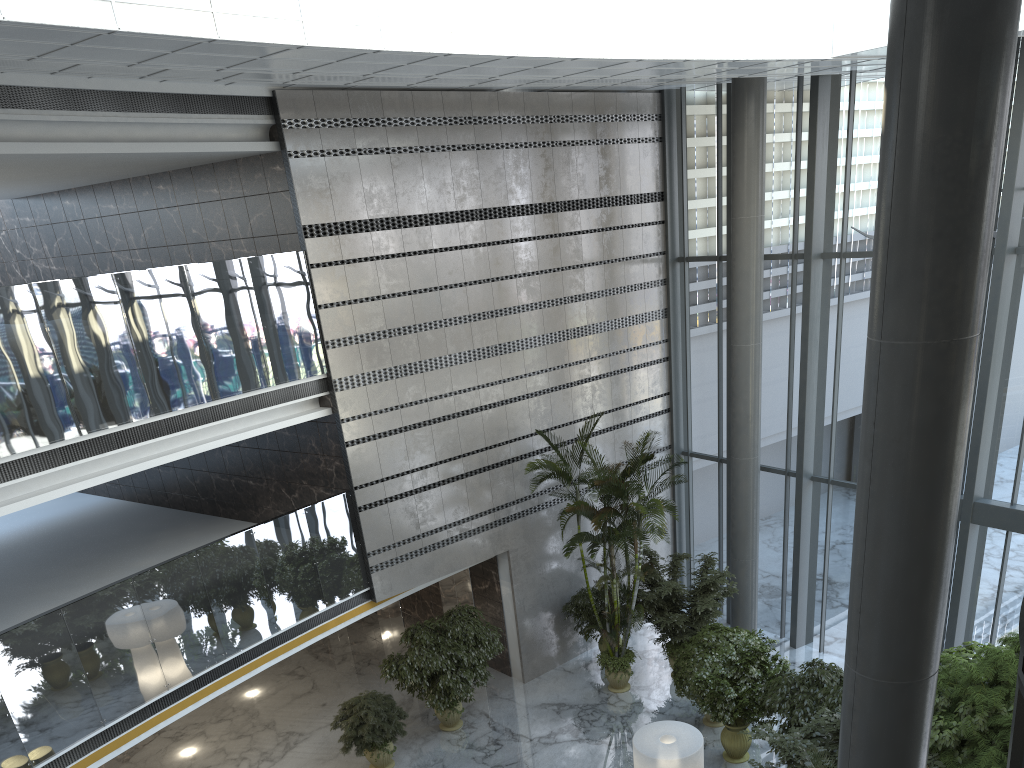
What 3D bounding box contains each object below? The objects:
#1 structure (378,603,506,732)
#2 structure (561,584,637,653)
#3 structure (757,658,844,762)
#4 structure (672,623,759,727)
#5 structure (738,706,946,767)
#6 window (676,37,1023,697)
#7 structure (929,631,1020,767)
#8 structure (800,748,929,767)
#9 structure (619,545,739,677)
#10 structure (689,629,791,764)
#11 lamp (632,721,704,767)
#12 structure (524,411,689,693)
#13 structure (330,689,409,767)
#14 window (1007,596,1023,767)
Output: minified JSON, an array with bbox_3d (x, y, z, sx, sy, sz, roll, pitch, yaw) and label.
[{"bbox_3d":[-1.031,4.574,13.555,2.017,2.187,1.480,-8,20,-6],"label":"structure"},{"bbox_3d":[1.584,4.237,15.158,1.392,1.711,1.025,-4,20,4],"label":"structure"},{"bbox_3d":[4.133,4.566,11.271,1.635,2.093,1.830,-8,18,-5],"label":"structure"},{"bbox_3d":[3.151,4.455,13.096,1.414,1.782,1.465,1,20,19],"label":"structure"},{"bbox_3d":[3.586,4.730,9.500,2.126,2.579,2.225,9,23,37],"label":"structure"},{"bbox_3d":[-0.037,1.196,7.546,18.354,11.152,12.510,-12,18,-22],"label":"window"},{"bbox_3d":[5.444,4.191,9.498,3.126,3.276,3.473,-14,19,-24],"label":"structure"},{"bbox_3d":[2.993,4.579,7.443,1.347,3.821,1.154,10,27,35],"label":"structure"},{"bbox_3d":[2.814,3.865,14.299,1.785,2.539,1.760,8,24,35],"label":"structure"},{"bbox_3d":[3.248,4.435,12.175,1.370,2.176,1.128,-10,21,-11],"label":"structure"},{"bbox_3d":[1.939,5.057,10.530,0.833,1.846,0.760,-13,23,-18],"label":"lamp"},{"bbox_3d":[1.558,2.835,13.543,2.388,5.147,2.331,-18,24,-29],"label":"structure"},{"bbox_3d":[-2.103,5.194,12.792,1.151,1.470,1.104,-15,21,-23],"label":"structure"},{"bbox_3d":[5.395,2.621,3.409,14.948,8.888,3.917,-16,23,-33],"label":"window"}]
